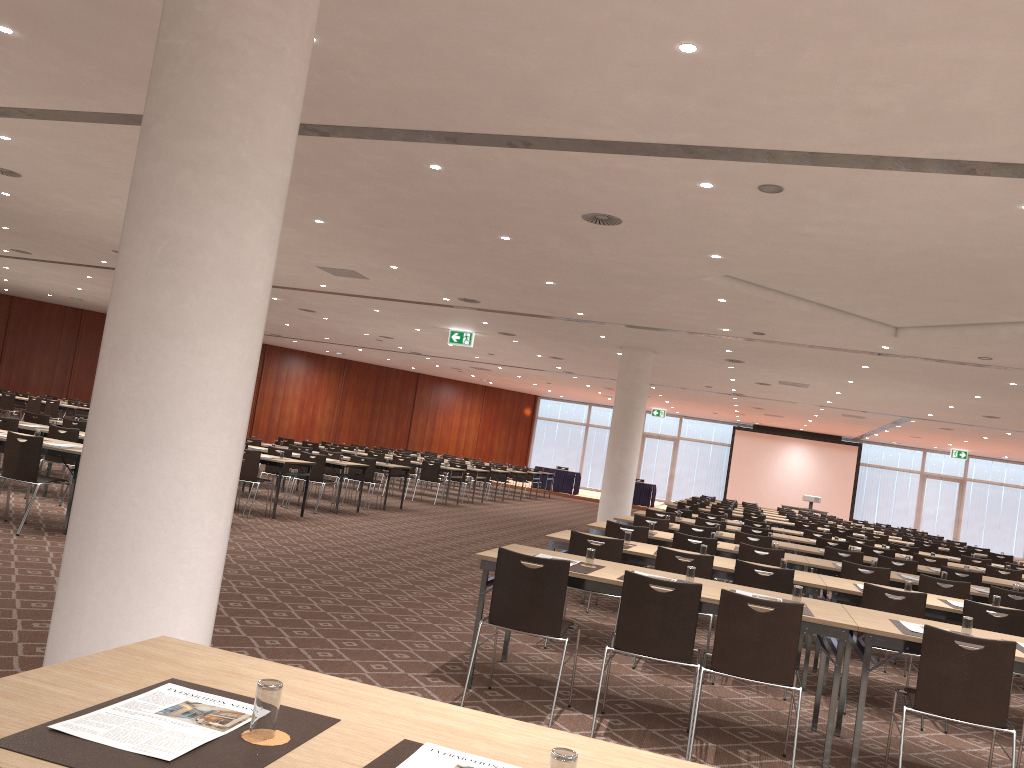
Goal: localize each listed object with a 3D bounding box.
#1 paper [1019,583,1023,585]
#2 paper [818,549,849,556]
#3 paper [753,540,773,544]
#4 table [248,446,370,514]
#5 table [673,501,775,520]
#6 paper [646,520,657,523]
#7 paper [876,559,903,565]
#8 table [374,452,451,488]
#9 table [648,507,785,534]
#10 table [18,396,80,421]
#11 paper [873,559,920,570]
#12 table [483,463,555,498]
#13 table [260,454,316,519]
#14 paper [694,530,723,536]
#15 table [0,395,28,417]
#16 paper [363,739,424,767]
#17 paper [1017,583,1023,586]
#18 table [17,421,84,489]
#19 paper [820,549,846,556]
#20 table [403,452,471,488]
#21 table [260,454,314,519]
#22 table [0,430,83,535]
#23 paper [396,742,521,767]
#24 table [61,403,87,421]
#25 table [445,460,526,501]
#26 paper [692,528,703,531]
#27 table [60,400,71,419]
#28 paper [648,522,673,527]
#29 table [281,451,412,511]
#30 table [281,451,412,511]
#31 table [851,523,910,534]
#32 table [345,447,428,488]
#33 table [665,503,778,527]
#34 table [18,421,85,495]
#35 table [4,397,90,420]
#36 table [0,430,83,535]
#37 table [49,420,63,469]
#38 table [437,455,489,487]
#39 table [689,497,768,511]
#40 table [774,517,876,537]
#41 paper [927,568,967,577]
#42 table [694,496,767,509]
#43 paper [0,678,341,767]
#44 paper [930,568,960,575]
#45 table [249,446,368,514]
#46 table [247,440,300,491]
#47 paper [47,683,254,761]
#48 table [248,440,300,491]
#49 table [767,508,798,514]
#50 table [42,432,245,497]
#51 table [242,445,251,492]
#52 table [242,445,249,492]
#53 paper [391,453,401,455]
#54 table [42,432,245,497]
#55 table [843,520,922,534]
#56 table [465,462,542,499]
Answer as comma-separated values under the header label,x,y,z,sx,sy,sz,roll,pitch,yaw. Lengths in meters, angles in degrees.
label,x,y,z,sx,sy,sz,roll,pitch,yaw
paper,6.144,2.378,10.381,0.283,0.006,0.398,8,-4,14
paper,4.026,2.095,10.912,0.460,0.003,0.566,8,-4,16
paper,3.064,1.966,11.180,0.460,0.003,0.566,8,-4,15
table,-3.735,1.633,15.251,2.266,0.832,0.954,8,-4,15
table,4.859,3.330,20.605,2.266,0.832,0.954,8,-4,15
paper,1.832,1.802,11.594,0.283,0.006,0.398,8,-4,16
paper,4.611,2.173,10.809,0.283,0.006,0.398,8,-4,14
table,-2.973,2.574,26.919,2.266,0.832,0.954,8,-4,15
table,3.458,2.742,15.313,2.266,0.832,0.954,8,-4,15
table,-13.747,0.839,25.788,2.266,0.832,0.954,8,-4,15
paper,4.632,2.174,10.717,0.460,0.003,0.566,8,-4,16
table,0.214,3.292,30.164,2.266,0.832,0.954,8,-4,15
table,-4.244,1.418,13.326,2.266,0.832,0.954,8,-4,15
paper,2.464,1.886,11.352,0.460,0.003,0.566,8,-4,16
table,-14.257,0.625,23.864,2.266,0.832,0.954,8,-4,15
paper,-0.106,0.808,1.687,0.460,0.003,0.566,8,-4,17
paper,6.198,2.386,10.313,0.460,0.003,0.566,8,-4,16
table,-6.922,0.914,12.006,2.266,0.832,0.954,8,-4,15
paper,3.977,2.090,11.009,0.283,0.006,0.398,8,-4,17
table,-2.464,2.788,28.843,2.266,0.832,0.954,8,-4,15
table,-4.244,1.418,13.326,2.266,0.832,0.954,8,-4,15
table,-5.263,0.990,9.478,2.266,0.832,0.954,8,-4,15
paper,-0.111,0.811,1.783,0.283,0.006,0.398,8,-4,16
table,-11.579,1.129,25.184,2.266,0.832,0.954,8,-4,15
table,-0.805,2.864,26.315,2.266,0.832,0.954,8,-4,15
paper,2.434,1.882,11.421,0.283,0.006,0.398,8,-4,15
table,-13.238,1.053,27.712,2.266,0.832,0.954,8,-4,15
paper,1.850,1.803,11.515,0.460,0.003,0.566,8,-4,15
table,-3.225,1.847,17.175,2.266,0.832,0.954,8,-4,15
table,-3.225,1.847,17.175,2.266,0.832,0.954,8,-4,15
table,10.723,4.553,25.170,2.266,0.832,0.954,8,-4,15
table,-3.483,2.359,24.995,2.266,0.832,0.954,8,-4,15
table,4.349,3.116,18.681,2.266,0.832,0.954,8,-4,15
table,-6.922,0.914,12.006,2.266,0.832,0.954,8,-4,15
table,-12.089,0.915,23.260,2.266,0.832,0.954,8,-4,15
table,-5.263,0.990,9.478,2.266,0.832,0.954,8,-4,15
table,-6.412,1.128,13.930,2.266,0.832,0.954,8,-4,15
table,-1.954,3.002,30.768,2.266,0.832,0.954,8,-4,15
table,6.387,3.973,26.378,2.266,0.832,0.954,8,-4,15
table,7.027,3.621,20.001,2.266,0.832,0.954,8,-4,15
paper,5.240,2.257,10.573,0.460,0.003,0.566,8,-4,14
table,6.896,4.187,28.302,2.266,0.832,0.954,8,-4,15
paper,-0.691,0.732,1.872,0.460,0.003,0.566,8,-4,15
paper,5.204,2.253,10.649,0.283,0.006,0.398,8,-4,15
table,-3.735,1.633,15.251,2.266,0.832,0.954,8,-4,15
table,-5.393,1.556,17.779,2.266,0.832,0.954,8,-4,15
paper,-0.743,0.723,1.922,0.283,0.006,0.398,8,-4,15
table,-5.393,1.556,17.779,2.266,0.832,0.954,8,-4,15
table,9.064,4.477,27.698,2.266,0.832,0.954,8,-4,15
table,-4.754,1.204,11.402,2.266,0.832,0.954,8,-4,15
table,-5.903,1.342,15.855,2.266,0.832,0.954,8,-4,15
table,-5.903,1.342,15.855,2.266,0.832,0.954,8,-4,15
paper,-3.442,1.933,24.869,0.460,0.003,0.566,8,-4,16
table,-4.754,1.204,11.402,2.266,0.832,0.954,8,-4,15
table,11.232,4.768,27.094,2.266,0.832,0.954,8,-4,15
table,-0.296,3.078,28.239,2.266,0.832,0.954,8,-4,15
